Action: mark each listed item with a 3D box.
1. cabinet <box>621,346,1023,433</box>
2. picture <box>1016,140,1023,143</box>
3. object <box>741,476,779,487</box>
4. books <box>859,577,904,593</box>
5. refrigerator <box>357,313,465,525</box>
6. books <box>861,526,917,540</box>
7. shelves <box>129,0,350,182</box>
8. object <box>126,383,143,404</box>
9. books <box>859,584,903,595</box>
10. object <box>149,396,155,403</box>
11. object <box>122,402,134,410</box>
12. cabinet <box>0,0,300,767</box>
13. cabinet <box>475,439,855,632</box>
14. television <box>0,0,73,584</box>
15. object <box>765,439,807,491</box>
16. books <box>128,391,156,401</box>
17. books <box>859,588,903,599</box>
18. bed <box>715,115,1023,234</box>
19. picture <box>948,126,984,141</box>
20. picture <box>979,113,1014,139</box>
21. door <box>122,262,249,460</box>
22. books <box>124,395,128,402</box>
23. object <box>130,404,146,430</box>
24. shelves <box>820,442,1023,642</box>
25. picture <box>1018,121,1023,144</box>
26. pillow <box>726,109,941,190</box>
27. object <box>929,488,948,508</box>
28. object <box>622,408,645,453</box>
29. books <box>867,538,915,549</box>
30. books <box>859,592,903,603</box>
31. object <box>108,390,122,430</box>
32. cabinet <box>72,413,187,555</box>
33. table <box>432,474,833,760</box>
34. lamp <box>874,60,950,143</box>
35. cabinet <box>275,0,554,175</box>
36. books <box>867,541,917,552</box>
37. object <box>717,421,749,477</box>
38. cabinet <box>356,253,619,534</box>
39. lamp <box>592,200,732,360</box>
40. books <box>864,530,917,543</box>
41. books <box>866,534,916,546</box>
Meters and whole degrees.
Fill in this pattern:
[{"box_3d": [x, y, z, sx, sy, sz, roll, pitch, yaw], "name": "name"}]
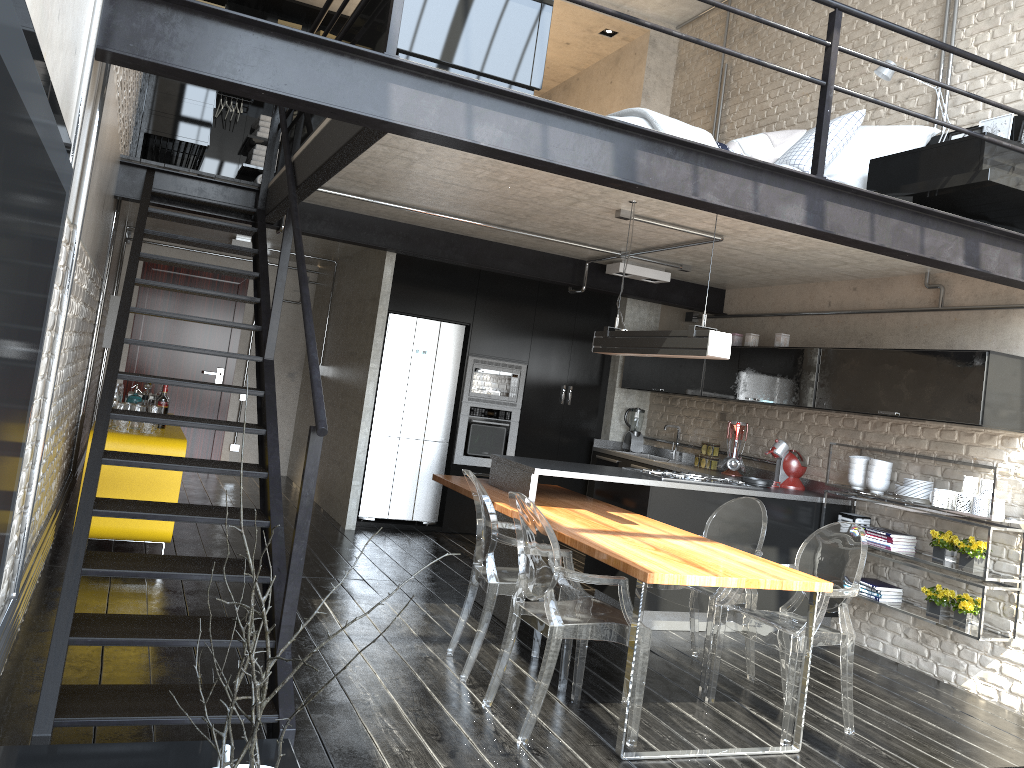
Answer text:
[{"box_3d": [1.988, -0.051, 6.695, 0.398, 0.423, 3.898, 9, -1, -23], "name": "cabinet"}, {"box_3d": [2.895, -1.362, 5.197, 0.051, 0.121, 0.175, 9, -2, -23], "name": "picture"}, {"box_3d": [1.715, 0.687, 6.166, 0.227, 0.050, 0.310, 8, 0, 5], "name": "object"}, {"box_3d": [2.289, 1.261, 5.577, 0.200, 0.023, 0.278, 8, 0, -14], "name": "books"}, {"box_3d": [-0.959, 0.317, 8.043, 0.721, 1.831, 0.498, 9, -4, -23], "name": "refrigerator"}, {"box_3d": [2.359, 0.935, 5.572, 0.210, 0.021, 0.293, 8, 0, -20], "name": "books"}, {"box_3d": [-2.547, -2.886, 8.895, 2.116, 2.801, 2.676, 9, -2, -23], "name": "shelves"}, {"box_3d": [-2.847, 0.115, 6.680, 0.119, 0.240, 0.119, 8, -3, -7], "name": "object"}, {"box_3d": [2.283, 1.282, 5.574, 0.200, 0.023, 0.279, 8, 0, -25], "name": "books"}, {"box_3d": [-2.610, 0.180, 6.450, 0.052, 0.183, 0.134, 7, -3, 14], "name": "object"}, {"box_3d": [-2.500, 0.202, 5.748, 0.087, 0.156, 0.087, 8, -3, -10], "name": "object"}, {"box_3d": [-0.162, 0.485, 0.361, 0.731, 1.728, 3.109, 9, -2, -23], "name": "cabinet"}, {"box_3d": [0.641, 0.993, 6.810, 2.422, 1.008, 2.749, 8, -1, -23], "name": "cabinet"}, {"box_3d": [-0.391, 0.133, 0.493, 0.071, 0.775, 1.319, 10, -2, -23], "name": "television"}, {"box_3d": [1.988, 0.582, 6.412, 0.348, 0.342, 0.220, 10, -3, -39], "name": "object"}, {"box_3d": [-2.922, 0.101, 7.058, 0.258, 0.038, 0.325, 8, 0, -21], "name": "books"}, {"box_3d": [2.275, 1.303, 5.570, 0.200, 0.023, 0.279, 8, 0, -29], "name": "books"}, {"box_3d": [1.089, -1.418, 6.380, 2.685, 0.844, 4.484, 8, 0, -23], "name": "bed"}, {"box_3d": [2.802, -1.452, 5.507, 0.046, 0.276, 0.243, 10, -3, -23], "name": "picture"}, {"box_3d": [2.896, -1.460, 5.335, 0.033, 0.315, 0.226, 10, -3, -23], "name": "picture"}, {"box_3d": [-3.696, -0.206, 9.903, 1.129, 2.225, 0.195, 9, -4, -23], "name": "door"}, {"box_3d": [-2.936, 0.134, 7.065, 0.286, 0.031, 0.351, 8, 0, -23], "name": "books"}, {"box_3d": [-2.415, 0.213, 5.701, 0.087, 0.156, 0.087, 8, -3, -10], "name": "object"}, {"box_3d": [2.446, 0.899, 5.388, 0.287, 0.930, 1.251, 9, -2, -23], "name": "shelves"}, {"box_3d": [2.987, -1.416, 5.082, 0.055, 0.250, 0.175, 10, -3, -23], "name": "picture"}, {"box_3d": [1.792, -1.574, 6.447, 1.139, 0.735, 2.140, 9, -1, -25], "name": "pillow"}, {"box_3d": [2.504, 0.668, 5.186, 0.083, 0.100, 0.108, 7, -2, 11], "name": "object"}, {"box_3d": [1.144, 0.432, 8.388, 0.222, 0.425, 0.162, 9, -4, -23], "name": "object"}, {"box_3d": [2.344, 0.992, 5.566, 0.210, 0.021, 0.293, 8, 0, -23], "name": "books"}, {"box_3d": [2.277, 1.325, 5.571, 0.200, 0.023, 0.279, 8, 0, -24], "name": "books"}, {"box_3d": [-2.481, 0.158, 5.495, 0.092, 0.245, 0.093, 11, -5, -40], "name": "object"}, {"box_3d": [-2.721, 0.642, 6.302, 0.546, 0.772, 2.203, 9, -1, -23], "name": "cabinet"}, {"box_3d": [0.371, 1.084, 4.786, 0.924, 0.735, 2.676, 9, -1, -23], "name": "table"}, {"box_3d": [2.497, -1.699, 5.541, 0.483, 0.691, 0.169, 6, -4, 33], "name": "lamp"}, {"box_3d": [-0.748, -1.533, 4.906, 0.604, 0.553, 3.183, 9, -1, -23], "name": "cabinet"}, {"box_3d": [2.348, 1.012, 5.567, 0.210, 0.021, 0.293, 8, 0, -24], "name": "books"}, {"box_3d": [1.762, 0.509, 7.009, 0.210, 0.428, 0.202, 8, -3, -8], "name": "object"}, {"box_3d": [-0.252, 0.134, 8.361, 2.311, 2.484, 0.553, 9, -4, -23], "name": "cabinet"}, {"box_3d": [0.772, -0.584, 4.487, 0.124, 0.893, 1.089, 10, -2, -23], "name": "lamp"}, {"box_3d": [2.361, 0.955, 5.573, 0.210, 0.021, 0.293, 8, 0, -23], "name": "books"}, {"box_3d": [2.353, 0.973, 5.570, 0.210, 0.021, 0.293, 8, 0, -25], "name": "books"}]
